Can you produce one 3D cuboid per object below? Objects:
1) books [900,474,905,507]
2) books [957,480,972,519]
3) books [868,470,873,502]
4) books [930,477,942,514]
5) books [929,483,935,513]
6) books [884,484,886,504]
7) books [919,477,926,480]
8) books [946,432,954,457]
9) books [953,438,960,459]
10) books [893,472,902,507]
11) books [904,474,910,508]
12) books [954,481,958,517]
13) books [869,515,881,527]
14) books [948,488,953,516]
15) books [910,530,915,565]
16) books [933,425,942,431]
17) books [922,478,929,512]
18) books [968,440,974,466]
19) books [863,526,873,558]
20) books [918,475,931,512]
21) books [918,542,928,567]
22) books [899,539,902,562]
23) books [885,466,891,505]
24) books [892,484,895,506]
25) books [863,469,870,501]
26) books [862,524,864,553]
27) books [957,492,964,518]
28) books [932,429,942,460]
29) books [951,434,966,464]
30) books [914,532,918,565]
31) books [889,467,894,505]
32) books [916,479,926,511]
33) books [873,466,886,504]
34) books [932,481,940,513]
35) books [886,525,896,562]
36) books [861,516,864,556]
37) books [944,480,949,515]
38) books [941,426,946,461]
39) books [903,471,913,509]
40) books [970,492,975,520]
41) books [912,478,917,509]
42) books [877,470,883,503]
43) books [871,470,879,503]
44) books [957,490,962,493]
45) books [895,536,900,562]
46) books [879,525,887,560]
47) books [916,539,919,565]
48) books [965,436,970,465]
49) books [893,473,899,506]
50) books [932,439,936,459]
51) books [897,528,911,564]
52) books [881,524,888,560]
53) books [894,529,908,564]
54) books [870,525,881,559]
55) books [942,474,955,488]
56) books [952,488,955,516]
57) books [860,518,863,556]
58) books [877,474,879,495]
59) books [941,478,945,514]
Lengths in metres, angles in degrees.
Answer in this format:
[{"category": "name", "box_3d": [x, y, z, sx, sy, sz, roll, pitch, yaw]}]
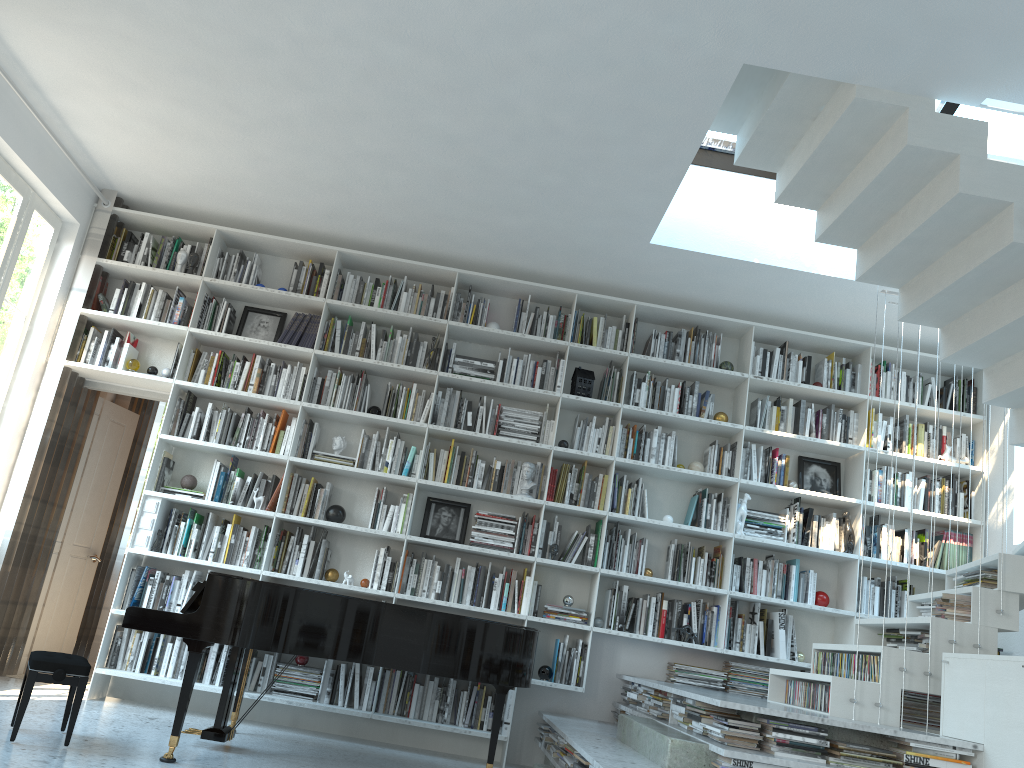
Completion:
[{"category": "books", "box_3d": [2.673, 0.764, 6.148, 0.024, 0.258, 0.157, 10, -15, -1]}, {"category": "books", "box_3d": [3.127, 0.828, 6.165, 0.042, 0.291, 0.187, 10, -15, -1]}, {"category": "books", "box_3d": [2.449, 0.733, 6.157, 0.026, 0.249, 0.161, 10, -15, -1]}, {"category": "books", "box_3d": [2.937, 0.800, 6.161, 0.012, 0.282, 0.152, 10, -15, -1]}, {"category": "books", "box_3d": [2.887, 0.819, 6.173, 0.028, 0.236, 0.146, 10, -15, -1]}, {"category": "books", "box_3d": [2.544, 0.779, 6.153, 0.028, 0.191, 0.137, 10, -16, -1]}, {"category": "books", "box_3d": [2.847, 0.795, 6.180, 0.010, 0.273, 0.130, 10, -15, -1]}, {"category": "books", "box_3d": [3.053, 0.477, 6.257, 0.070, 0.253, 0.155, 10, -15, -1]}, {"category": "books", "box_3d": [3.095, 0.504, 6.250, 0.023, 0.213, 0.181, 10, -16, -1]}, {"category": "books", "box_3d": [2.649, 0.757, 6.158, 0.025, 0.270, 0.153, 10, -15, -1]}, {"category": "books", "box_3d": [2.697, 0.766, 6.147, 0.022, 0.262, 0.173, 10, -15, -1]}, {"category": "books", "box_3d": [3.051, 0.823, 6.173, 0.013, 0.282, 0.149, 10, -15, -1]}, {"category": "books", "box_3d": [2.477, 1.062, 6.069, 0.012, 0.321, 0.142, 10, -15, -1]}, {"category": "books", "box_3d": [2.991, 0.842, 6.146, 0.025, 0.211, 0.189, 10, -16, -1]}, {"category": "books", "box_3d": [2.710, 1.137, 6.069, 0.012, 0.253, 0.161, 10, -15, -1]}, {"category": "books", "box_3d": [2.992, 0.451, 6.275, 0.011, 0.293, 0.151, 10, -15, -1]}, {"category": "books", "box_3d": [2.832, 0.793, 6.155, 0.023, 0.257, 0.184, 10, -16, -1]}, {"category": "books", "box_3d": [3.203, 0.519, 6.245, 0.011, 0.216, 0.170, 10, -16, -1]}, {"category": "books", "box_3d": [2.409, 1.094, 6.065, 0.066, 0.236, 0.144, 10, -15, -1]}, {"category": "books", "box_3d": [2.866, 0.788, 6.179, 0.024, 0.291, 0.132, 10, -15, -1]}, {"category": "books", "box_3d": [2.763, 1.173, 6.028, 0.024, 0.180, 0.191, 10, -16, -1]}, {"category": "books", "box_3d": [2.611, 1.154, 6.056, 0.030, 0.183, 0.137, 10, -16, -1]}, {"category": "books", "box_3d": [2.578, 0.732, 6.162, 0.022, 0.296, 0.162, 10, -15, -1]}, {"category": "books", "box_3d": [2.604, 0.795, 6.150, 0.027, 0.179, 0.157, 10, -16, -1]}, {"category": "books", "box_3d": [2.431, 0.725, 6.145, 0.012, 0.253, 0.161, 10, -15, -1]}, {"category": "books", "box_3d": [2.362, 1.083, 6.055, 0.010, 0.238, 0.148, 10, -15, -1]}, {"category": "books", "box_3d": [3.065, 0.863, 6.146, 0.029, 0.194, 0.192, 10, -16, -1]}, {"category": "books", "box_3d": [2.974, 0.458, 6.249, 0.022, 0.260, 0.161, 10, -15, -1]}, {"category": "books", "box_3d": [3.146, 0.493, 6.267, 0.029, 0.257, 0.163, 10, -15, -1]}, {"category": "books", "box_3d": [2.727, 1.144, 6.072, 0.025, 0.248, 0.134, 10, -15, -1]}, {"category": "books", "box_3d": [2.595, 0.734, 6.151, 0.012, 0.292, 0.166, 10, -15, -1]}, {"category": "books", "box_3d": [2.798, 0.792, 6.146, 0.045, 0.244, 0.177, 10, -16, -1]}, {"category": "books", "box_3d": [2.533, 0.722, 6.134, 0.014, 0.284, 0.186, 10, -15, -1]}, {"category": "books", "box_3d": [2.915, 0.813, 6.165, 0.025, 0.252, 0.160, 10, -15, -1]}, {"category": "books", "box_3d": [2.554, 1.100, 6.044, 0.056, 0.260, 0.177, 10, -15, -1]}, {"category": "books", "box_3d": [2.357, 1.055, 6.062, 0.010, 0.292, 0.165, 10, -15, -1]}, {"category": "books", "box_3d": [2.969, 0.811, 6.154, 0.028, 0.267, 0.174, 10, -15, -1]}, {"category": "books", "box_3d": [3.009, 0.454, 6.263, 0.023, 0.286, 0.163, 10, -15, -1]}, {"category": "books", "box_3d": [2.724, 0.762, 6.155, 0.030, 0.283, 0.167, 10, -15, -1]}, {"category": "books", "box_3d": [3.152, 0.869, 6.157, 0.021, 0.218, 0.184, 10, -16, -1]}, {"category": "books", "box_3d": [2.769, 0.788, 6.166, 0.012, 0.253, 0.161, 10, -15, -1]}, {"category": "books", "box_3d": [2.510, 0.736, 6.143, 0.026, 0.255, 0.174, 10, -15, -1]}, {"category": "books", "box_3d": [2.475, 0.731, 6.130, 0.023, 0.247, 0.182, 10, -16, -1]}, {"category": "books", "box_3d": [3.092, 0.861, 6.185, 0.024, 0.229, 0.131, 10, -15, -1]}, {"category": "books", "box_3d": [2.587, 1.141, 6.036, 0.023, 0.188, 0.170, 10, -16, -1]}, {"category": "books", "box_3d": [2.491, 1.096, 6.041, 0.026, 0.245, 0.181, 10, -16, -1]}, {"category": "books", "box_3d": [2.743, 1.168, 6.070, 0.014, 0.206, 0.138, 10, -15, -1]}, {"category": "books", "box_3d": [3.179, 0.505, 6.266, 0.040, 0.246, 0.160, 10, -15, -1]}, {"category": "books", "box_3d": [2.631, 0.756, 6.148, 0.013, 0.259, 0.158, 10, -15, -1]}, {"category": "books", "box_3d": [2.939, 0.495, 6.257, 0.034, 0.182, 0.157, 10, -16, -1]}, {"category": "books", "box_3d": [2.667, 1.125, 6.062, 0.029, 0.258, 0.172, 10, -15, -1]}, {"category": "books", "box_3d": [2.515, 1.094, 6.055, 0.022, 0.264, 0.157, 10, -15, -1]}, {"category": "books", "box_3d": [2.642, 1.124, 6.049, 0.022, 0.246, 0.181, 10, -16, -1]}, {"category": "books", "box_3d": [2.455, 1.092, 6.041, 0.022, 0.242, 0.171, 10, -15, -1]}, {"category": "books", "box_3d": [3.041, 0.800, 6.186, 0.013, 0.329, 0.140, 10, -15, -1]}, {"category": "books", "box_3d": [3.015, 0.845, 6.157, 0.025, 0.219, 0.178, 10, -16, -1]}, {"category": "books", "box_3d": [2.340, 1.055, 6.045, 0.025, 0.276, 0.161, 10, -15, -1]}, {"category": "books", "box_3d": [2.490, 0.743, 6.147, 0.011, 0.238, 0.173, 10, -16, -1]}, {"category": "books", "box_3d": [2.949, 0.804, 6.157, 0.013, 0.276, 0.188, 10, -15, -1]}]
